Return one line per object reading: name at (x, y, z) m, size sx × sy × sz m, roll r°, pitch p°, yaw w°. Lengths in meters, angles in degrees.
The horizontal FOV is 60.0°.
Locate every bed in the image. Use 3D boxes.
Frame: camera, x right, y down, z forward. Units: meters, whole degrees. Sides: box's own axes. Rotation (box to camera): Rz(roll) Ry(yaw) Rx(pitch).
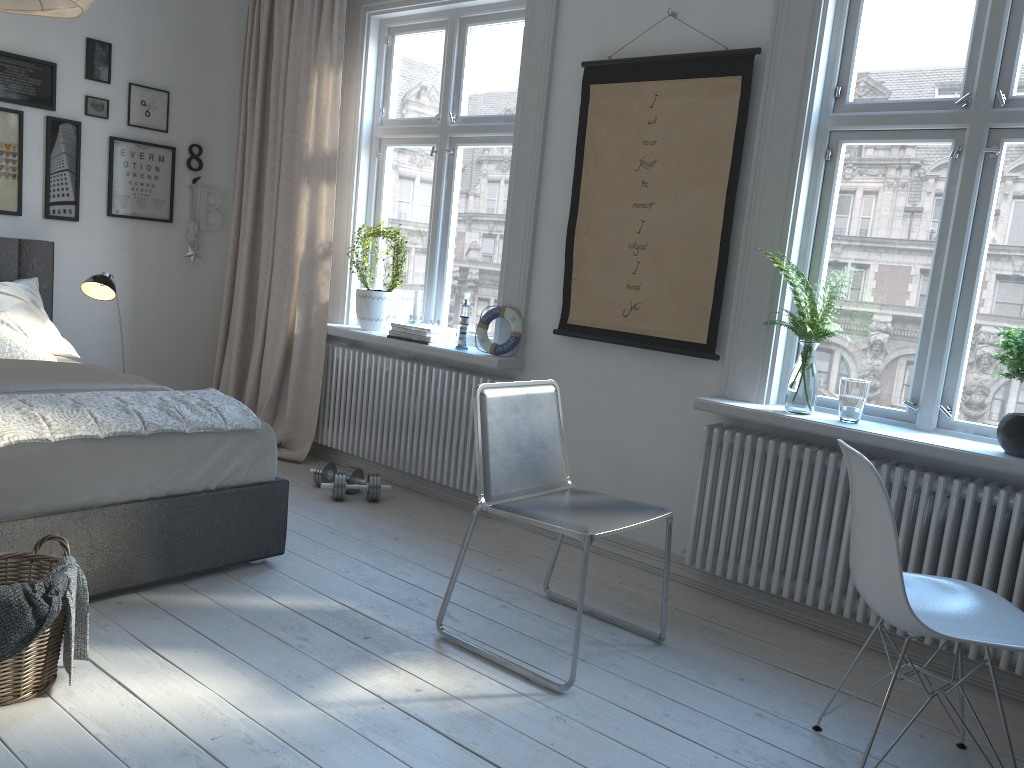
bed at (-2.107, 0.004, 3.218) m, size 2.172 × 1.049 × 1.887 m, roll 12°, pitch 10°, yaw 39°

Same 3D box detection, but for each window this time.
window at (-1.742, -1.815, 7.695) m, size 7.963 × 7.028 × 11.958 m, roll 13°, pitch 10°, yaw 39°
window at (2.208, -4.623, 19.018) m, size 25.592 × 15.062 × 26.526 m, roll 12°, pitch 10°, yaw 39°

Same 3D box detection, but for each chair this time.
chair at (1.032, 0.579, 2.188) m, size 0.554 × 0.826 × 0.473 m, roll 6°, pitch 9°, yaw 4°
chair at (0.172, 0.425, 2.777) m, size 0.523 × 0.800 × 0.561 m, roll 13°, pitch 11°, yaw 39°

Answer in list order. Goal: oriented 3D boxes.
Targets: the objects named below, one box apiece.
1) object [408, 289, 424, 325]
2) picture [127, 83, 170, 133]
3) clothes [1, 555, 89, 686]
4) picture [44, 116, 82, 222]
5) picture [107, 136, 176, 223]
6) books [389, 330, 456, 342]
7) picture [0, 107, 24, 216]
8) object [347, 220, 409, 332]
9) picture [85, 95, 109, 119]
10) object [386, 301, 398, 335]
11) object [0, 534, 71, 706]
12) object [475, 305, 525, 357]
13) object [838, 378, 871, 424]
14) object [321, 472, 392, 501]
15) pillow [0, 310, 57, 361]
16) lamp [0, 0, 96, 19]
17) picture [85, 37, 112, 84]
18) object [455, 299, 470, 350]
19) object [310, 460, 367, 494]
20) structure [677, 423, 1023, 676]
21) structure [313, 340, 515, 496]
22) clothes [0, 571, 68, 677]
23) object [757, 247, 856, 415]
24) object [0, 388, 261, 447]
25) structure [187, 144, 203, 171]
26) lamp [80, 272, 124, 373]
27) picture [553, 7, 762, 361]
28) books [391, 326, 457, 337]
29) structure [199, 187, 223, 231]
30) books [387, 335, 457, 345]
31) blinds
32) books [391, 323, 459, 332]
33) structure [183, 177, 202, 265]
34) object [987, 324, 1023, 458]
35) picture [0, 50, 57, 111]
object at (-0.469, -0.381, 4.369) m, size 0.074 × 0.174 × 0.074 m, roll 5°, pitch 9°, yaw -5°
picture at (-1.960, -1.488, 4.785) m, size 0.010 × 0.221 × 0.225 m, roll 13°, pitch 11°, yaw 39°
clothes at (-1.236, 0.597, 2.221) m, size 0.283 × 0.289 × 0.234 m, roll 4°, pitch 9°, yaw -11°
picture at (-2.281, -1.088, 4.505) m, size 0.020 × 0.506 × 0.165 m, roll 13°, pitch 11°, yaw 39°
picture at (-2.012, -1.104, 4.824) m, size 0.021 × 0.416 × 0.364 m, roll 13°, pitch 11°, yaw 39°
books at (-0.437, -0.237, 4.354) m, size 0.262 × 0.025 × 0.207 m, roll 11°, pitch 9°, yaw 32°
picture at (-2.460, -1.077, 4.294) m, size 0.020 × 0.506 × 0.165 m, roll 13°, pitch 11°, yaw 39°
object at (-0.696, -0.564, 4.605) m, size 0.384 × 0.575 × 0.216 m, roll 9°, pitch 9°, yaw 20°
picture at (-2.143, -1.429, 4.582) m, size 0.010 × 0.098 × 0.119 m, roll 13°, pitch 11°, yaw 39°
object at (-0.605, -0.332, 4.496) m, size 0.059 × 0.165 × 0.195 m, roll 6°, pitch 8°, yaw -1°
object at (-1.270, 0.585, 2.211) m, size 0.319 × 0.352 × 0.318 m, roll 3°, pitch 9°, yaw -18°
object at (-0.057, -0.241, 4.013) m, size 0.235 × 0.228 × 0.079 m, roll 10°, pitch 9°, yaw 25°
object at (1.162, 0.058, 3.028) m, size 0.097 × 0.146 × 0.097 m, roll -3°, pitch 12°, yaw -44°
object at (-0.733, 0.484, 4.174) m, size 0.328 × 0.129 × 0.128 m, roll 4°, pitch 9°, yaw -16°
pillow at (-2.401, -0.177, 3.495) m, size 0.415 × 0.226 × 1.145 m, roll 11°, pitch 9°, yaw 32°
lamp at (-0.939, -1.369, 1.651) m, size 0.339 × 1.234 × 0.339 m, roll 3°, pitch 9°, yaw -19°
picture at (-2.120, -1.656, 4.547) m, size 0.011 × 0.202 × 0.128 m, roll 13°, pitch 11°, yaw 39°
object at (-0.224, -0.279, 4.132) m, size 0.060 × 0.235 × 0.059 m, roll 5°, pitch 9°, yaw -8°
object at (-0.845, 0.452, 4.322) m, size 0.328 × 0.129 × 0.129 m, roll 9°, pitch 9°, yaw 24°
structure at (1.279, 0.532, 2.963) m, size 1.503 × 0.548 × 0.195 m, roll 12°, pitch 11°, yaw 39°
structure at (-0.562, 0.135, 4.490) m, size 1.503 × 0.548 × 0.195 m, roll 12°, pitch 11°, yaw 39°
clothes at (-1.226, 0.591, 2.173) m, size 0.297 × 0.270 × 0.245 m, roll 13°, pitch 11°, yaw 40°
object at (1.040, -0.178, 3.108) m, size 0.414 × 0.566 × 0.304 m, roll 3°, pitch 9°, yaw -16°
object at (-1.470, 0.105, 2.676) m, size 0.404 × 0.104 × 1.459 m, roll 12°, pitch 10°, yaw 39°
structure at (-1.797, -1.284, 5.027) m, size 0.014 × 0.151 × 0.096 m, roll 13°, pitch 11°, yaw 39°
lamp at (-1.977, -0.111, 4.581) m, size 0.450 × 0.939 × 0.799 m, roll 9°, pitch 9°, yaw 22°
picture at (0.552, -0.799, 3.511) m, size 0.791 × 1.317 × 0.057 m, roll 13°, pitch 11°, yaw 39°
books at (-0.432, -0.258, 4.340) m, size 0.253 × 0.022 × 0.207 m, roll 12°, pitch 10°, yaw 40°
structure at (-1.749, -1.015, 5.164) m, size 0.024 × 0.240 × 0.146 m, roll 13°, pitch 11°, yaw 39°
books at (-0.437, -0.216, 4.339) m, size 0.272 × 0.013 × 0.219 m, roll 11°, pitch 10°, yaw 36°
blinds at (-1.266, -0.928, 4.700) m, size 0.829 × 2.654 × 0.224 m, roll 13°, pitch 11°, yaw 39°
books at (-0.427, -0.276, 4.334) m, size 0.268 × 0.015 × 0.203 m, roll 12°, pitch 10°, yaw 36°
structure at (-1.821, -0.939, 5.058) m, size 0.078 × 0.515 × 0.134 m, roll 10°, pitch 10°, yaw 27°
object at (1.581, 0.017, 2.672) m, size 0.271 × 0.408 × 0.309 m, roll 6°, pitch 8°, yaw 0°
picture at (-2.388, -1.468, 4.272) m, size 0.020 × 0.232 × 0.365 m, roll 13°, pitch 11°, yaw 39°
